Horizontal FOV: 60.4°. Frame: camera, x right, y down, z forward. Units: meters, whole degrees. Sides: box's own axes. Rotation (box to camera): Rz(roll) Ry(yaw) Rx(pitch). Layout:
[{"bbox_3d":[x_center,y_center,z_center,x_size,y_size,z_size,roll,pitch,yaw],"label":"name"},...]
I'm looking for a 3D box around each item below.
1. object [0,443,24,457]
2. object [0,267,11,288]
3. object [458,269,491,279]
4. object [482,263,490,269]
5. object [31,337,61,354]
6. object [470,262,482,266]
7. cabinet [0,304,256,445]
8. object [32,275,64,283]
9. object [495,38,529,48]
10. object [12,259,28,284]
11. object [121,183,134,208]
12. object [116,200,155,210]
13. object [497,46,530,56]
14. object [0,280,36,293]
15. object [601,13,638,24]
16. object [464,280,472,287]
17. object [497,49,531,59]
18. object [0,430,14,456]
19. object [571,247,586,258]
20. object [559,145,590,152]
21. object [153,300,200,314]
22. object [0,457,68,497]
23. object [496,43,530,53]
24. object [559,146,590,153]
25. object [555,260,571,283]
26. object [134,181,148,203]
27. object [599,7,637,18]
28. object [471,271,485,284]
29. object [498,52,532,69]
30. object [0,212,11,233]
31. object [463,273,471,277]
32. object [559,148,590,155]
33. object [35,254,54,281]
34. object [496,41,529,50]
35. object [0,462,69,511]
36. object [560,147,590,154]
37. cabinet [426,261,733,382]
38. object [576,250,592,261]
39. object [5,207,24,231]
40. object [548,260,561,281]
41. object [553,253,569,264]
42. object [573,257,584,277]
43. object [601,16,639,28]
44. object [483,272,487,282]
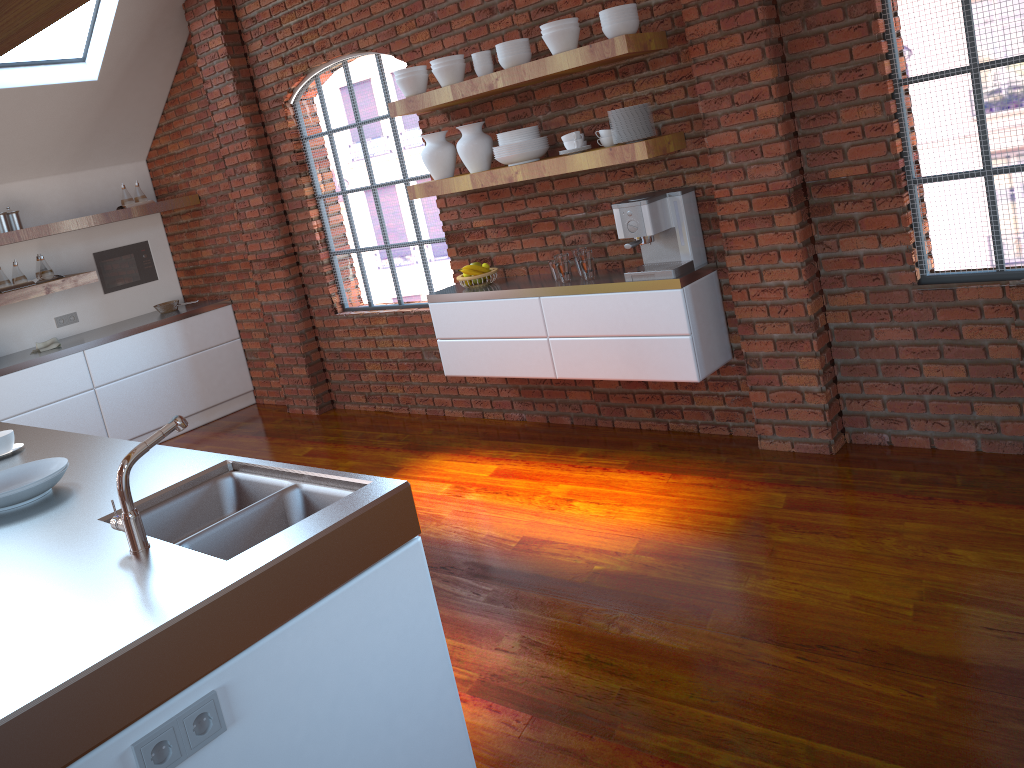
[{"bbox_3d":[-1.800,0.244,3.094,0.155,0.012,0.156,-17,16,-18],"label":"object"},{"bbox_3d":[-3.470,-0.727,5.976,0.095,0.188,0.093,-19,12,-34],"label":"object"},{"bbox_3d":[-0.195,-0.593,4.777,0.177,0.093,0.065,-15,11,-11],"label":"object"},{"bbox_3d":[-0.145,-0.644,4.849,0.047,0.045,0.055,-13,12,-5],"label":"object"},{"bbox_3d":[-3.272,-0.273,6.163,0.207,0.060,0.197,-19,16,-24],"label":"object"},{"bbox_3d":[-0.198,-0.643,4.858,0.071,0.060,0.068,-19,14,-30],"label":"object"},{"bbox_3d":[-3.006,0.090,6.464,0.709,0.802,2.035,-2,17,42],"label":"cabinet"},{"bbox_3d":[-3.294,-0.745,6.221,0.199,0.032,0.224,-23,19,-36],"label":"object"},{"bbox_3d":[0.006,-1.629,4.273,0.165,0.060,0.170,-2,18,36],"label":"object"},{"bbox_3d":[-3.403,-0.763,6.058,0.094,0.189,0.095,-13,10,-3],"label":"object"},{"bbox_3d":[-2.919,-1.425,6.648,0.095,0.188,0.093,-19,12,-34],"label":"object"},{"bbox_3d":[-2.869,-1.364,6.701,0.194,0.032,0.229,1,20,40],"label":"object"},{"bbox_3d":[0.014,-1.592,4.279,0.165,0.060,0.170,-2,18,36],"label":"object"},{"bbox_3d":[-3.419,-0.665,6.028,0.194,0.032,0.229,1,20,40],"label":"object"},{"bbox_3d":[0.475,-1.573,3.850,0.166,0.060,0.169,-14,14,-7],"label":"object"},{"bbox_3d":[-0.241,-0.557,4.824,0.046,0.045,0.056,-15,13,-14],"label":"object"},{"bbox_3d":[0.017,-1.580,4.281,0.165,0.060,0.170,-2,18,36],"label":"object"},{"bbox_3d":[-1.810,0.216,3.092,0.124,0.068,0.119,-5,15,27],"label":"object"},{"bbox_3d":[0.344,-0.628,4.407,0.079,0.102,0.078,-16,11,-17],"label":"object"},{"bbox_3d":[0.297,-1.103,4.141,0.153,0.012,0.158,-11,15,4],"label":"object"},{"bbox_3d":[-2.625,-0.604,6.851,0.346,0.073,0.200,-6,16,23],"label":"object"},{"bbox_3d":[-1.404,0.291,2.495,0.280,0.054,0.290,-8,15,14],"label":"object"},{"bbox_3d":[0.011,-1.605,4.277,0.165,0.060,0.170,-2,18,36],"label":"object"},{"bbox_3d":[0.298,-1.099,4.141,0.153,0.012,0.158,-11,15,4],"label":"object"},{"bbox_3d":[0.259,-0.552,4.343,0.079,0.102,0.078,-16,11,-17],"label":"object"},{"bbox_3d":[-2.853,-1.461,6.731,0.094,0.189,0.095,-13,10,-3],"label":"object"},{"bbox_3d":[0.470,-1.597,3.847,0.166,0.060,0.169,-14,14,-7],"label":"object"},{"bbox_3d":[-0.186,-0.582,4.818,0.078,0.064,0.077,-15,13,-13],"label":"object"},{"bbox_3d":[0.020,-1.564,4.283,0.165,0.060,0.170,-2,18,36],"label":"object"},{"bbox_3d":[-3.455,-1.098,5.921,0.128,0.174,0.130,-4,14,37],"label":"object"},{"bbox_3d":[-0.245,-0.606,4.828,0.044,0.052,0.053,-5,14,31],"label":"object"},{"bbox_3d":[0.300,-1.091,4.143,0.153,0.012,0.158,-11,15,4],"label":"object"},{"bbox_3d":[-3.312,-0.824,6.209,0.095,0.189,0.202,-20,14,-37],"label":"object"},{"bbox_3d":[0.009,-1.616,4.275,0.165,0.060,0.170,-2,18,36],"label":"object"},{"bbox_3d":[-1.402,0.301,2.496,0.280,0.054,0.290,-8,15,14],"label":"object"},{"bbox_3d":[0.299,-1.094,4.142,0.153,0.012,0.158,-11,15,4],"label":"object"},{"bbox_3d":[0.281,-0.307,4.523,1.618,0.466,0.345,1,17,42],"label":"cabinet"},{"bbox_3d":[0.360,-0.593,4.269,0.079,0.102,0.078,-20,13,-34],"label":"object"},{"bbox_3d":[-3.479,-1.146,6.114,0.128,0.174,0.130,-4,14,37],"label":"object"},{"bbox_3d":[0.229,-0.578,4.468,0.077,0.102,0.080,-10,11,13],"label":"object"},{"bbox_3d":[0.251,-0.588,4.338,0.079,0.102,0.078,-16,11,-17],"label":"object"},{"bbox_3d":[0.352,-0.591,4.413,0.079,0.102,0.078,-16,11,-17],"label":"object"},{"bbox_3d":[0.478,-1.561,3.852,0.166,0.060,0.169,-14,14,-7],"label":"object"},{"bbox_3d":[-0.159,-0.601,4.880,0.071,0.068,0.068,-21,15,-37],"label":"object"}]
